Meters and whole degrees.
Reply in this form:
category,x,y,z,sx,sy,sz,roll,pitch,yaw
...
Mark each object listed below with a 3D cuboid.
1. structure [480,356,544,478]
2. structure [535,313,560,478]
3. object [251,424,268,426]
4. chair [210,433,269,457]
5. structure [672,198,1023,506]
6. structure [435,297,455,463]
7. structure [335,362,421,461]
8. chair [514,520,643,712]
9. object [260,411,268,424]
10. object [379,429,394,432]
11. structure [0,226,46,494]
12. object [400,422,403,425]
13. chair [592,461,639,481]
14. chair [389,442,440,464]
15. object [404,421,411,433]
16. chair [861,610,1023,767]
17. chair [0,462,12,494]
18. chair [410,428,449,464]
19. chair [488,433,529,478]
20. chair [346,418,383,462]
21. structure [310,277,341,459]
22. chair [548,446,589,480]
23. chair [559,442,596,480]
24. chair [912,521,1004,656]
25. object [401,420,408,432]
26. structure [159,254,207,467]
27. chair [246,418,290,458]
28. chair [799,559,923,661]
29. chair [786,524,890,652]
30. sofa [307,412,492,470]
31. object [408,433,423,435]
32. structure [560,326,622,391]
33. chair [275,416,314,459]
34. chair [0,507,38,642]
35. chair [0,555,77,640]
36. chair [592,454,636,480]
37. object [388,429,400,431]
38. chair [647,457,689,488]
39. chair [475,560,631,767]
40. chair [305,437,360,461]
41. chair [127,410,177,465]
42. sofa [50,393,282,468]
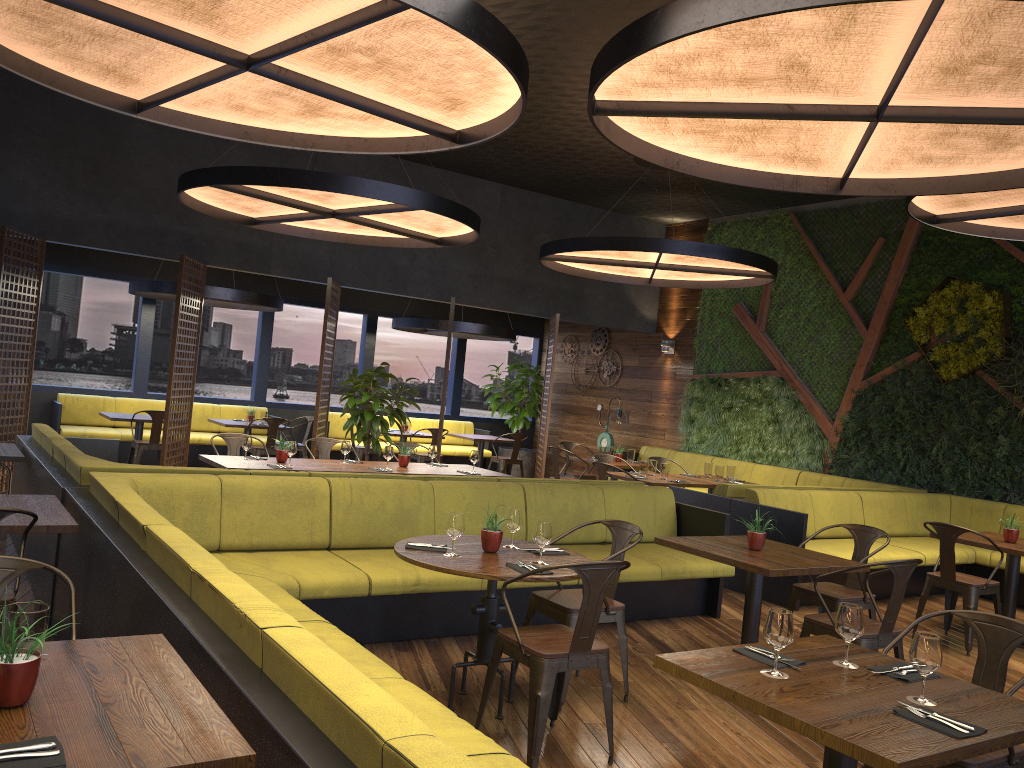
category,x,y,z,sx,sy,sz,roll,pitch,yaw
structure,0.134,0.593,16.107,1.493,2.184,1.272,6,0,-33
structure,0.491,0.354,12.886,0.050,2.700,0.852,6,0,-3
object,-3.435,0.547,11.984,0.255,0.019,0.157,6,0,-34
chair,-2.538,0.932,8.188,0.504,0.917,0.541,6,0,-33
structure,5.192,-0.153,9.966,0.918,4.593,9.182,6,0,-34
structure,-0.920,0.213,11.948,0.050,2.700,0.852,6,0,-3
structure,-1.724,0.601,10.661,0.993,1.763,1.166,5,0,27
chair,0.380,1.201,4.782,0.541,0.917,0.504,6,0,-33
object,-3.441,0.468,12.281,0.102,0.178,0.102,5,0,42
object,-1.909,0.702,13.424,0.157,0.019,0.255,6,0,-34
structure,-5.153,-0.211,9.134,0.050,2.700,0.852,6,0,-3
object,-1.693,0.644,13.741,0.102,0.178,0.102,5,0,42
chair,1.091,1.291,9.403,0.541,0.917,0.504,6,0,-33
chair,-1.039,1.083,9.185,0.504,0.917,0.541,6,0,-33
object,-1.582,0.654,13.400,0.102,0.178,0.102,5,0,42
chair,1.598,1.313,3.212,0.541,0.917,0.504,6,0,-33
chair,-3.027,0.870,4.806,0.504,0.917,0.541,6,0,-33
chair,-1.249,1.079,13.005,0.504,0.917,0.541,6,0,-33
chair,-0.063,1.198,13.794,0.504,0.917,0.541,6,0,-33
chair,-2.224,0.985,13.254,0.541,0.917,0.504,6,0,-33
structure,-2.331,0.071,11.010,0.050,2.700,0.852,6,0,-3
chair,0.699,1.261,11.281,0.541,0.917,0.504,6,0,-33
chair,0.893,1.284,12.305,0.504,0.917,0.541,6,0,-33
chair,3.354,1.498,6.645,0.541,0.917,0.504,6,0,-33
object,-1.641,0.602,13.563,0.238,0.271,0.260,6,0,-12
structure,-3.742,-0.070,10.072,0.050,2.700,0.852,6,0,-3
chair,-3.244,0.879,11.679,0.504,0.917,0.541,6,0,-33
chair,1.871,1.346,4.791,0.504,0.917,0.541,6,0,-33
chair,2.093,1.372,5.716,0.541,0.917,0.504,6,0,-33
sofa,-1.835,1.034,15.030,3.061,0.914,0.966,6,0,-33
object,-1.460,0.745,13.295,0.255,0.019,0.157,6,0,-34
structure,1.369,-0.453,15.848,0.058,1.178,1.791,6,0,-33
chair,-3.117,0.895,12.587,0.541,0.917,0.504,6,0,-33
chair,-2.343,0.932,3.766,0.504,0.917,0.541,6,0,-33
chair,-1.556,1.003,2.546,0.504,0.917,0.541,6,0,-33
chair,1.182,1.304,10.373,0.504,0.917,0.541,6,0,-33
object,-1.830,0.712,13.844,0.255,0.019,0.157,6,0,-34
chair,1.903,1.376,10.852,0.504,0.917,0.541,6,0,-33
chair,0.199,1.180,3.918,0.504,0.917,0.541,6,0,-33
chair,-1.786,1.008,8.688,0.504,0.917,0.541,6,0,-33
chair,-4.431,0.760,10.890,0.504,0.917,0.541,6,0,-33
sofa,-4.980,0.719,12.939,3.061,0.914,0.966,6,0,-33
